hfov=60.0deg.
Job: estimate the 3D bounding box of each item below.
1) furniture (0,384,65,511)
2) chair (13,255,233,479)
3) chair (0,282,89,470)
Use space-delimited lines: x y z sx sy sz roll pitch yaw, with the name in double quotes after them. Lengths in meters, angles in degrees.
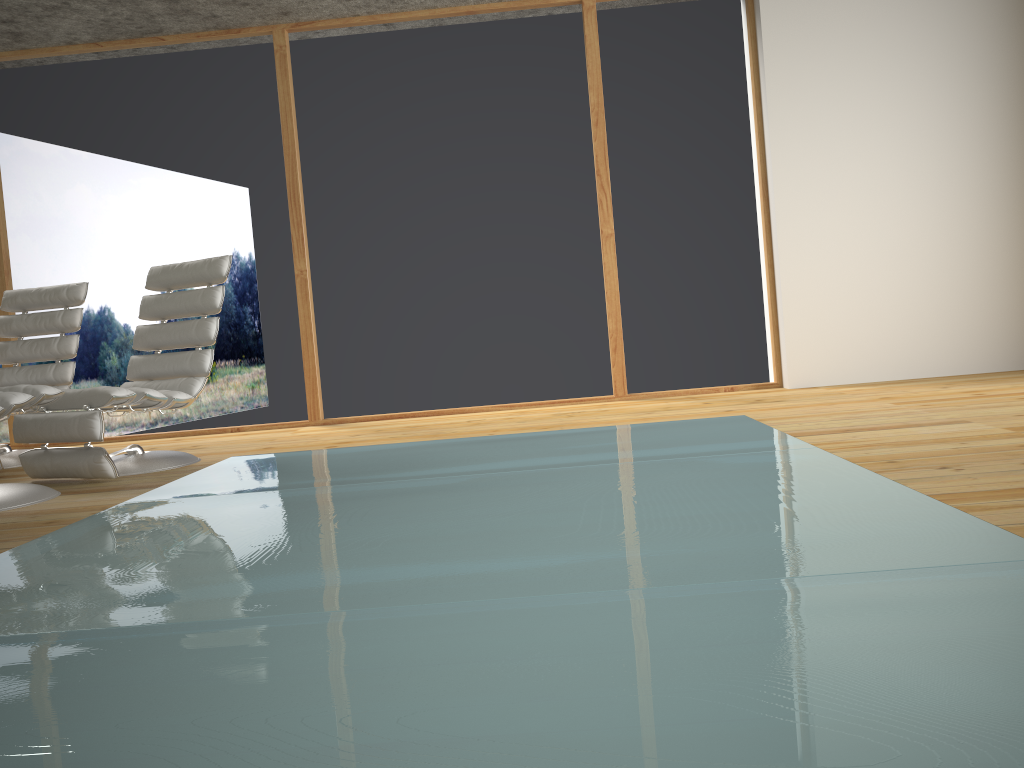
-2.036 0.243 3.268 0.569 0.439 0.687 -4 3 9 "furniture"
-1.760 -0.098 4.107 0.569 0.968 0.916 -4 3 27 "chair"
-2.752 -0.054 4.770 0.569 0.968 0.915 -4 3 12 "chair"
